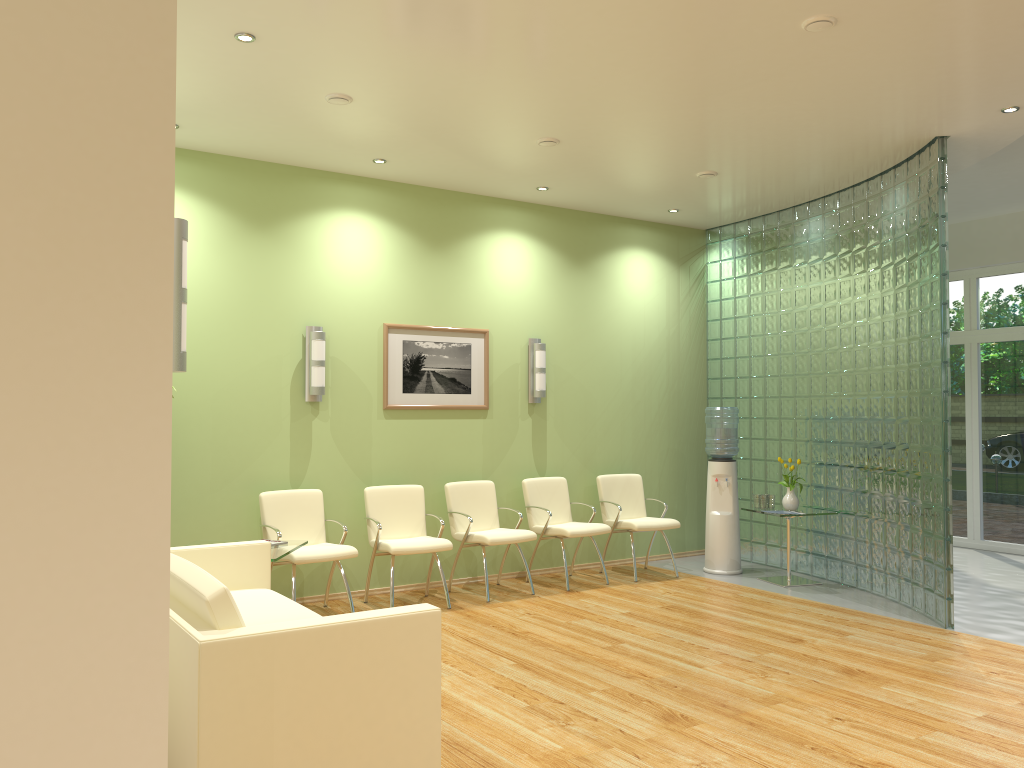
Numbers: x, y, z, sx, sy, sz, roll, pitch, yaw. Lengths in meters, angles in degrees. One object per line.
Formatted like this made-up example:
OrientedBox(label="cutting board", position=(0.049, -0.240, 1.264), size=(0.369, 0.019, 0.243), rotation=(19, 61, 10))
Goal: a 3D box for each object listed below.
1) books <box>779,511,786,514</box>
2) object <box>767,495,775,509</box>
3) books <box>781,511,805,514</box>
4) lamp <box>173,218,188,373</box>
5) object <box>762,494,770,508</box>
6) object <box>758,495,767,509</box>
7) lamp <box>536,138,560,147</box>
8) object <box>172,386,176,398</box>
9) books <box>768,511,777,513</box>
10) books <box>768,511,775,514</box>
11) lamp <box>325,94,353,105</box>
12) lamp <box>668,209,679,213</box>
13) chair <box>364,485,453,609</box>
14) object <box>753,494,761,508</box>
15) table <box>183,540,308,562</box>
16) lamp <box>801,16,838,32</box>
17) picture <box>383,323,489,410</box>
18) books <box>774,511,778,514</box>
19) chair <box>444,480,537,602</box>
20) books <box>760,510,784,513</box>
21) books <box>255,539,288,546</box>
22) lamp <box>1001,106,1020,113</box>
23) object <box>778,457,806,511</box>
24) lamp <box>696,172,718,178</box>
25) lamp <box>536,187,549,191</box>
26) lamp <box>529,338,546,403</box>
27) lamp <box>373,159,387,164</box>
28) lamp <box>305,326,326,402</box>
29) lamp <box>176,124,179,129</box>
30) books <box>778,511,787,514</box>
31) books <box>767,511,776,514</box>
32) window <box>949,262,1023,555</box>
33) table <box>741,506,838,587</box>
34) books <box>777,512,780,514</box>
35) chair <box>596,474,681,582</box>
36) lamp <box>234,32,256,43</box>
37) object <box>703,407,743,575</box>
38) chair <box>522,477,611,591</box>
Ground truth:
OrientedBox(label="books", position=(2.342, 1.081, 7.450), size=(0.150, 0.004, 0.210), rotation=(0, -2, 2))
OrientedBox(label="object", position=(2.273, 1.034, 7.777), size=(0.071, 0.119, 0.072), rotation=(1, -2, -33))
OrientedBox(label="books", position=(2.360, 1.081, 7.451), size=(0.150, 0.004, 0.210), rotation=(0, -2, -8))
OrientedBox(label="lamp", position=(-1.102, -0.279, 2.803), size=(0.142, 0.580, 0.134), rotation=(1, -2, -33))
OrientedBox(label="object", position=(2.249, 1.036, 7.853), size=(0.071, 0.119, 0.072), rotation=(1, -2, -33))
OrientedBox(label="object", position=(2.192, 1.033, 7.752), size=(0.071, 0.119, 0.072), rotation=(1, -2, -33))
OrientedBox(label="lamp", position=(0.252, -1.682, 6.203), size=(0.167, 0.024, 0.167), rotation=(-1, -2, 17))
OrientedBox(label="object", position=(-2.447, 0.685, 5.526), size=(0.668, 1.900, 0.943), rotation=(1, -2, -25))
OrientedBox(label="books", position=(2.276, 1.082, 7.477), size=(0.150, 0.004, 0.210), rotation=(-2, -2, 42))
OrientedBox(label="books", position=(2.253, 1.083, 7.506), size=(0.210, 0.004, 0.150), rotation=(1, -2, -28))
OrientedBox(label="lamp", position=(-1.046, -1.709, 5.354), size=(0.167, 0.024, 0.167), rotation=(-1, -2, 17))
OrientedBox(label="lamp", position=(1.514, -1.622, 8.316), size=(0.105, 0.011, 0.105), rotation=(-1, -2, 38))
OrientedBox(label="chair", position=(-0.799, 1.233, 6.742), size=(0.536, 0.881, 0.650), rotation=(1, -2, -28))
OrientedBox(label="object", position=(2.167, 1.035, 7.832), size=(0.071, 0.119, 0.072), rotation=(1, -2, -33))
OrientedBox(label="table", position=(-1.721, 1.327, 5.485), size=(0.736, 0.614, 0.736), rotation=(0, -2, 2))
OrientedBox(label="lamp", position=(1.493, -1.740, 4.307), size=(0.167, 0.024, 0.167), rotation=(0, -2, 6))
OrientedBox(label="picture", position=(-0.618, -0.135, 7.439), size=(1.000, 0.700, 0.025), rotation=(1, -2, -33))
OrientedBox(label="books", position=(2.290, 1.081, 7.466), size=(0.150, 0.004, 0.210), rotation=(-1, -2, 32))
OrientedBox(label="chair", position=(14.527, 1.077, 3.146), size=(31.281, 0.986, 0.752), rotation=(0, -2, 15))
OrientedBox(label="books", position=(2.242, 1.084, 7.540), size=(0.210, 0.004, 0.150), rotation=(0, -2, -8))
OrientedBox(label="books", position=(-1.622, 1.009, 5.620), size=(0.230, 0.031, 0.328), rotation=(-1, -2, 32))
OrientedBox(label="lamp", position=(3.106, -1.708, 5.527), size=(0.105, 0.011, 0.105), rotation=(1, -2, -17))
OrientedBox(label="object", position=(2.408, 0.860, 7.659), size=(0.219, 0.459, 0.201), rotation=(0, -2, -3))
OrientedBox(label="lamp", position=(1.551, -1.655, 7.052), size=(0.167, 0.024, 0.167), rotation=(-1, -2, 40))
OrientedBox(label="lamp", position=(0.259, -1.648, 7.495), size=(0.105, 0.011, 0.105), rotation=(-1, -2, 38))
OrientedBox(label="lamp", position=(0.231, -0.120, 7.925), size=(0.134, 0.580, 0.142), rotation=(1, -2, -33))
OrientedBox(label="lamp", position=(-0.997, -1.674, 6.675), size=(0.105, 0.011, 0.105), rotation=(-1, -2, 38))
OrientedBox(label="lamp", position=(-1.499, -0.156, 6.794), size=(0.134, 0.580, 0.142), rotation=(1, -2, -33))
OrientedBox(label="lamp", position=(-2.252, -1.700, 5.854), size=(0.105, 0.011, 0.105), rotation=(0, -2, -7))
OrientedBox(label="books", position=(2.324, 1.081, 7.452), size=(0.150, 0.004, 0.210), rotation=(0, -2, 12))
OrientedBox(label="books", position=(2.263, 1.082, 7.490), size=(0.210, 0.004, 0.150), rotation=(1, -2, -38))
OrientedBox(label="window", position=(6.887, 0.173, 6.617), size=(0.092, 3.000, 9.401), rotation=(1, -2, -33))
OrientedBox(label="table", position=(2.389, 1.397, 7.657), size=(0.581, 0.614, 0.581), rotation=(1, -2, -19))
OrientedBox(label="books", position=(2.307, 1.081, 7.458), size=(0.150, 0.004, 0.210), rotation=(-1, -2, 22))
OrientedBox(label="chair", position=(1.128, 1.273, 7.998), size=(0.536, 0.881, 0.650), rotation=(1, -2, -28))
OrientedBox(label="lamp", position=(-1.345, -1.743, 4.467), size=(0.105, 0.011, 0.105), rotation=(0, -2, 0))
OrientedBox(label="object", position=(1.930, 0.965, 8.135), size=(0.353, 1.506, 0.353), rotation=(1, -2, -26))
OrientedBox(label="chair", position=(14.866, 1.084, 3.374), size=(30.806, 0.986, 0.748), rotation=(0, -2, 16))
